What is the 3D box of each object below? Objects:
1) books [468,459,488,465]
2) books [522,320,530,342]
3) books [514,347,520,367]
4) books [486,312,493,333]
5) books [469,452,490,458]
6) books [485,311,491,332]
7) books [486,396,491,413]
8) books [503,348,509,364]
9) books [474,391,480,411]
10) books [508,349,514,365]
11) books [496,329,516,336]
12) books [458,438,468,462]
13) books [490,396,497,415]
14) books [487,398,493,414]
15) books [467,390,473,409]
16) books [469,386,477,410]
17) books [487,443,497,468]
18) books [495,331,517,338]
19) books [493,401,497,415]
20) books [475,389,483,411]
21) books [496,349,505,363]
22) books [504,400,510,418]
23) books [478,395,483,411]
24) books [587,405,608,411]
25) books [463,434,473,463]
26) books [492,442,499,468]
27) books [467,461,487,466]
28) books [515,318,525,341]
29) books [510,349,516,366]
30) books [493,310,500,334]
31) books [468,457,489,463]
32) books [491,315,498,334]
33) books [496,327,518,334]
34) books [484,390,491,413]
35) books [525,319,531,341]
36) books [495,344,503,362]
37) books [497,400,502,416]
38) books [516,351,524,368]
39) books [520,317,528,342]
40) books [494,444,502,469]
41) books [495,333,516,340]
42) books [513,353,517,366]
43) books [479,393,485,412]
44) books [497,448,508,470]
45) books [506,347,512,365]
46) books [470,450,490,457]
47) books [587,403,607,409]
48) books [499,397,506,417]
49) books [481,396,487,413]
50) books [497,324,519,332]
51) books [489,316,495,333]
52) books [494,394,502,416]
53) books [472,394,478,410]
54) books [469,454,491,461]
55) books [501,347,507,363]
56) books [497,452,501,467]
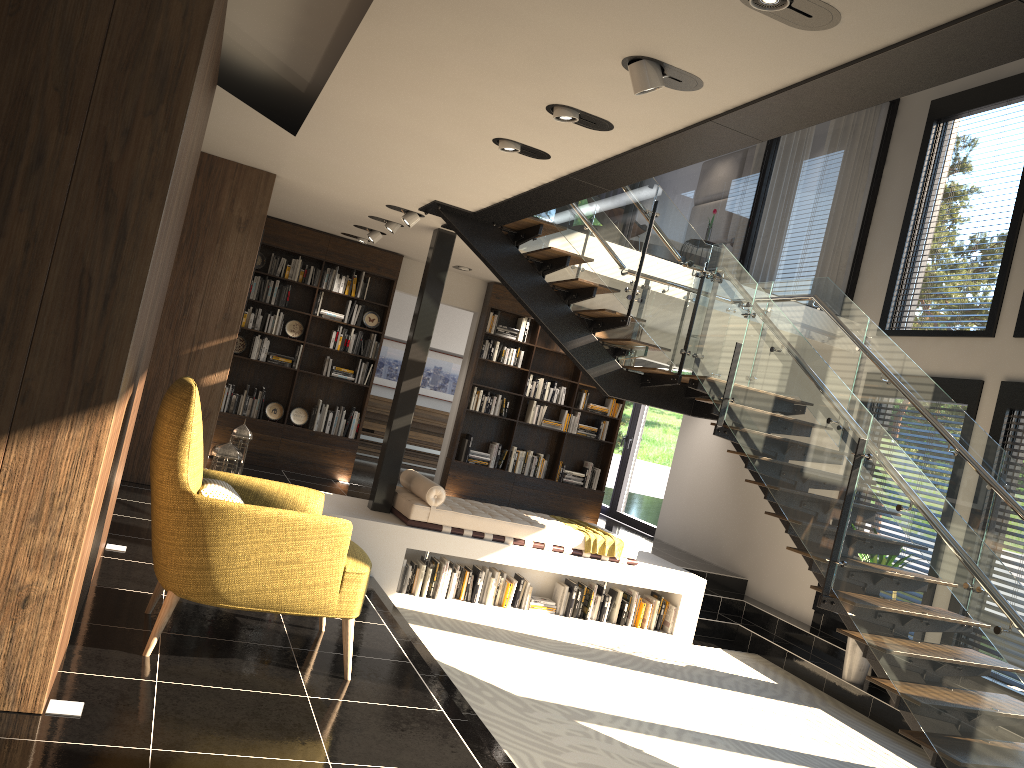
[{"bbox_3d":[-0.436,0.939,10.808,0.258,0.024,0.167,14,-1,-20],"label":"books"},{"bbox_3d":[0.142,-0.647,10.873,0.029,0.272,0.173,14,-1,-20],"label":"books"},{"bbox_3d":[0.045,-0.332,10.870,0.033,0.247,0.114,14,-1,-20],"label":"books"},{"bbox_3d":[-0.295,-0.744,10.715,0.032,0.250,0.167,14,-1,-20],"label":"books"},{"bbox_3d":[-0.422,0.860,10.820,0.271,0.025,0.156,14,-1,-20],"label":"books"},{"bbox_3d":[-0.323,-0.757,10.713,0.026,0.263,0.156,14,-1,-20],"label":"books"},{"bbox_3d":[-0.315,0.246,10.795,0.021,0.216,0.170,14,-1,-20],"label":"books"},{"bbox_3d":[-0.086,-0.337,10.799,0.033,0.194,0.120,14,-1,-20],"label":"books"},{"bbox_3d":[-0.450,0.197,10.738,0.023,0.245,0.159,14,-1,-20],"label":"books"},{"bbox_3d":[-0.037,-0.332,10.836,0.034,0.208,0.112,14,-1,-20],"label":"books"},{"bbox_3d":[-0.088,-0.629,10.804,0.251,0.026,0.148,14,-1,-17],"label":"books"},{"bbox_3d":[-0.592,0.800,10.755,0.025,0.270,0.156,14,-1,-20],"label":"books"},{"bbox_3d":[-0.254,0.258,10.799,0.030,0.221,0.189,14,-1,-20],"label":"books"},{"bbox_3d":[-0.290,0.264,10.799,0.033,0.193,0.172,14,-1,-20],"label":"books"},{"bbox_3d":[-0.531,0.182,10.724,0.028,0.237,0.134,14,-1,-20],"label":"books"},{"bbox_3d":[-0.488,0.168,10.702,0.028,0.282,0.168,14,-1,-20],"label":"books"},{"bbox_3d":[-0.256,0.876,10.851,0.031,0.284,0.176,14,-1,-20],"label":"books"},{"bbox_3d":[-0.093,-0.604,10.802,0.273,0.025,0.156,14,-1,-23],"label":"books"},{"bbox_3d":[-0.238,0.288,10.819,0.027,0.171,0.146,14,-1,-20],"label":"books"},{"bbox_3d":[-0.419,0.198,10.730,0.029,0.258,0.181,14,-1,-20],"label":"books"},{"bbox_3d":[-0.136,-0.339,10.771,0.030,0.173,0.138,14,-1,-20],"label":"books"},{"bbox_3d":[-0.091,0.304,10.860,0.028,0.210,0.169,14,-1,-20],"label":"books"},{"bbox_3d":[-0.406,0.228,10.751,0.022,0.207,0.130,14,-1,-20],"label":"books"},{"bbox_3d":[1.080,0.301,11.314,0.260,0.020,0.167,14,-1,-23],"label":"books"},{"bbox_3d":[-0.545,0.775,10.723,0.028,0.340,0.203,14,-1,-20],"label":"books"},{"bbox_3d":[-0.231,0.869,10.879,0.031,0.310,0.169,14,-1,-20],"label":"books"},{"bbox_3d":[-0.448,0.962,10.823,0.247,0.026,0.148,14,-1,-21],"label":"books"},{"bbox_3d":[0.089,-0.666,10.840,0.031,0.284,0.176,14,-1,-20],"label":"books"},{"bbox_3d":[-0.004,-0.326,10.836,0.028,0.211,0.133,14,-1,-20],"label":"books"},{"bbox_3d":[-0.211,-0.744,10.727,0.028,0.290,0.170,14,-1,-20],"label":"books"},{"bbox_3d":[-0.435,0.914,10.819,0.271,0.025,0.156,14,-1,-20],"label":"books"},{"bbox_3d":[-0.244,-0.722,10.716,0.030,0.231,0.199,14,-1,-20],"label":"books"},{"bbox_3d":[-0.083,-0.654,10.808,0.270,0.025,0.156,14,-1,-20],"label":"books"},{"bbox_3d":[-0.326,0.214,10.774,0.029,0.272,0.152,14,-1,-20],"label":"books"},{"bbox_3d":[0.166,-0.657,10.888,0.019,0.303,0.129,14,-1,-20],"label":"books"},{"bbox_3d":[-0.177,-0.375,10.783,0.052,0.224,0.099,14,-1,-20],"label":"books"},{"bbox_3d":[-0.183,0.284,10.842,0.030,0.205,0.170,14,-1,-20],"label":"books"},{"bbox_3d":[0.082,-0.302,10.850,0.034,0.206,0.167,14,-1,-20],"label":"books"},{"bbox_3d":[0.118,-0.673,10.862,0.034,0.311,0.149,14,-1,-20],"label":"books"},{"bbox_3d":[-0.200,0.881,10.887,0.036,0.302,0.186,14,-1,-20],"label":"books"},{"bbox_3d":[-0.098,-0.579,10.799,0.268,0.026,0.156,14,-1,-16],"label":"books"},{"bbox_3d":[0.014,-0.300,10.849,0.025,0.170,0.112,14,-1,-20],"label":"books"},{"bbox_3d":[-0.381,0.224,10.759,0.028,0.227,0.136,14,-1,-20],"label":"books"},{"bbox_3d":[-0.135,0.921,10.918,0.075,0.254,0.181,14,-1,-20],"label":"books"},{"bbox_3d":[-0.060,-0.340,10.818,0.025,0.211,0.125,14,-1,-20],"label":"books"},{"bbox_3d":[-0.413,0.837,10.810,0.257,0.024,0.167,14,-1,-21],"label":"books"},{"bbox_3d":[1.079,0.281,11.328,0.246,0.021,0.148,14,-1,-21],"label":"books"},{"bbox_3d":[-0.132,0.280,10.841,0.070,0.236,0.206,14,-1,-20],"label":"books"},{"bbox_3d":[-0.358,0.244,10.761,0.024,0.197,0.172,14,-1,-20],"label":"books"},{"bbox_3d":[-0.073,-0.681,10.797,0.285,0.030,0.176,14,-1,-21],"label":"books"},{"bbox_3d":[-0.272,-0.721,10.717,0.021,0.217,0.180,14,-1,-20],"label":"books"},{"bbox_3d":[-0.195,0.254,10.809,0.029,0.256,0.167,14,-1,-20],"label":"books"},{"bbox_3d":[-0.472,0.215,10.710,0.028,0.199,0.175,14,-1,-20],"label":"books"},{"bbox_3d":[-0.424,0.888,10.806,0.287,0.030,0.176,14,-1,-23],"label":"books"},{"bbox_3d":[-0.117,-0.352,10.809,0.025,0.208,0.114,14,-1,-20],"label":"books"},{"bbox_3d":[-0.191,0.930,10.916,0.023,0.212,0.123,14,-1,-20],"label":"books"}]
